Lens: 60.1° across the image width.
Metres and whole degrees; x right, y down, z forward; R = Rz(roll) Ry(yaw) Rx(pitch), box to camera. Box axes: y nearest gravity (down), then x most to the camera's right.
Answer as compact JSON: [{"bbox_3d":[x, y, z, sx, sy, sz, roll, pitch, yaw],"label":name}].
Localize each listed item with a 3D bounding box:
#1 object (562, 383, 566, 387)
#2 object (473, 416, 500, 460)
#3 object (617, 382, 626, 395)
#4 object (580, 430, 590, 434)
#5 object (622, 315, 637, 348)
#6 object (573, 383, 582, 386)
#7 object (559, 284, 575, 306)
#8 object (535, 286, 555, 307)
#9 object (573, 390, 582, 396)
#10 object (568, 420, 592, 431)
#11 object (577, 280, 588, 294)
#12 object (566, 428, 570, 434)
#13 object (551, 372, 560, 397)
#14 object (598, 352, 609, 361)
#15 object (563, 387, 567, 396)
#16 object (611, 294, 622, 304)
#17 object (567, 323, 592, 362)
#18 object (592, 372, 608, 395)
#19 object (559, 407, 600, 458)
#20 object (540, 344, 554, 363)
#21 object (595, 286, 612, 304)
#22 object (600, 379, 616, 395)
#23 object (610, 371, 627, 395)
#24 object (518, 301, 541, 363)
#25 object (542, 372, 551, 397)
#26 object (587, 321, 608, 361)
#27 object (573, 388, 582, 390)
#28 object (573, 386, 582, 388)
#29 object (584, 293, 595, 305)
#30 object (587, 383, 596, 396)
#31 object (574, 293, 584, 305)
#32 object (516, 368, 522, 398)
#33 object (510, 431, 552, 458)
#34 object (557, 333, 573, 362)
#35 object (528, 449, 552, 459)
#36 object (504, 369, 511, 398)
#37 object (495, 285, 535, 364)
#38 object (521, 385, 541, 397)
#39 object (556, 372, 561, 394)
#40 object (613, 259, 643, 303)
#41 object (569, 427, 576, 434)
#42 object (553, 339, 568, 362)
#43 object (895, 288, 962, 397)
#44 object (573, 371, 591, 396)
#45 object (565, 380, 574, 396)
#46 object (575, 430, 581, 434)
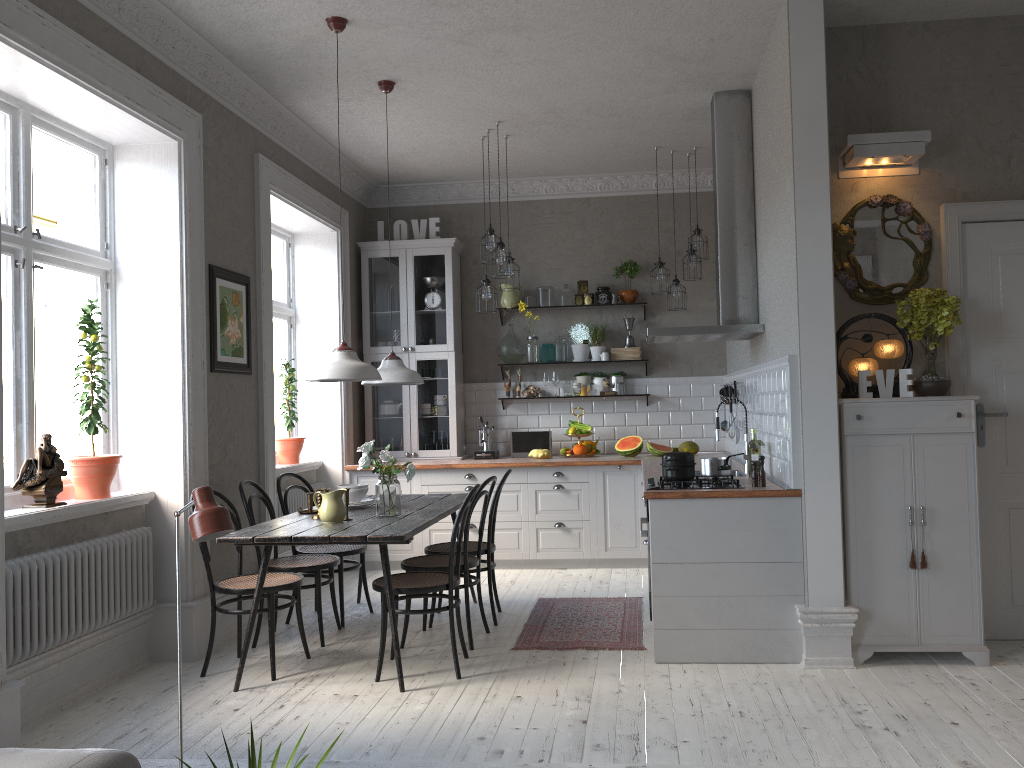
[{"bbox_3d":[0.484,0.034,7.795,0.076,0.083,0.079,-2,-2,25],"label":"object"},{"bbox_3d":[-0.232,0.458,7.584,0.205,0.370,0.355,-2,-1,7],"label":"object"},{"bbox_3d":[0.941,0.039,7.658,0.078,0.108,0.078,-2,-1,0],"label":"object"},{"bbox_3d":[0.617,0.420,7.529,0.076,0.062,0.099,-1,-2,-20],"label":"object"},{"bbox_3d":[1.024,-0.456,7.727,0.131,0.287,0.130,-1,-1,-8],"label":"object"},{"bbox_3d":[0.565,0.018,7.668,0.077,0.051,0.077,-1,-1,-7],"label":"object"},{"bbox_3d":[0.483,-0.778,7.862,0.143,0.220,0.137,-1,-2,-34],"label":"object"},{"bbox_3d":[0.293,-0.757,7.786,0.176,0.184,0.168,0,-2,-44],"label":"object"},{"bbox_3d":[0.566,0.078,7.666,0.077,0.051,0.077,-2,-1,0],"label":"object"},{"bbox_3d":[0.580,0.353,7.529,0.209,0.101,0.067,-2,-1,12],"label":"object"},{"bbox_3d":[0.618,-0.844,7.735,0.083,0.113,0.082,-1,-1,-13],"label":"object"},{"bbox_3d":[0.509,0.415,7.566,0.096,0.078,0.100,-1,-1,-6],"label":"object"},{"bbox_3d":[0.380,0.001,7.697,0.082,0.217,0.081,-1,-1,-7],"label":"object"},{"bbox_3d":[0.804,-0.236,7.656,0.104,0.071,0.064,-3,-2,37],"label":"object"},{"bbox_3d":[0.485,0.067,7.795,0.076,0.083,0.079,-2,-2,25],"label":"object"},{"bbox_3d":[0.901,-0.733,7.664,0.093,0.096,0.075,-2,-1,7],"label":"object"},{"bbox_3d":[0.620,-0.369,7.794,0.241,0.354,0.238,-2,-2,25],"label":"object"},{"bbox_3d":[0.773,-0.004,7.783,0.170,0.214,0.150,-3,-2,37],"label":"object"},{"bbox_3d":[0.571,0.410,7.555,0.354,0.425,0.349,-1,-1,-8],"label":"object"},{"bbox_3d":[0.315,-0.268,7.822,0.125,0.172,0.127,-2,-1,10],"label":"object"},{"bbox_3d":[0.803,-0.767,7.774,0.141,0.174,0.143,-2,-1,7],"label":"object"},{"bbox_3d":[0.835,0.026,7.688,0.120,0.147,0.099,-1,-2,-25],"label":"object"},{"bbox_3d":[0.938,-0.007,7.775,0.158,0.213,0.153,-2,-1,4],"label":"object"},{"bbox_3d":[0.150,-0.452,7.698,0.192,0.540,0.280,-1,-1,-1],"label":"object"},{"bbox_3d":[0.305,0.006,7.800,0.082,0.217,0.081,-1,-1,-7],"label":"object"},{"bbox_3d":[0.744,-0.386,7.729,0.188,0.380,0.166,-1,-2,-32],"label":"object"},{"bbox_3d":[0.566,0.061,7.667,0.077,0.051,0.077,-2,-1,0],"label":"object"},{"bbox_3d":[0.565,0.044,7.667,0.076,0.051,0.078,-2,-2,26],"label":"object"},{"bbox_3d":[0.675,-0.734,7.736,0.082,0.113,0.084,-2,-1,17],"label":"object"},{"bbox_3d":[0.687,0.047,7.710,0.078,0.108,0.078,-2,-1,0],"label":"object"},{"bbox_3d":[0.589,-0.731,7.748,0.082,0.113,0.083,-2,-1,7],"label":"object"},{"bbox_3d":[0.065,-0.008,7.808,0.052,0.264,0.063,-3,-2,43],"label":"object"},{"bbox_3d":[0.167,0.520,7.630,0.350,0.226,0.088,-2,-1,6],"label":"object"},{"bbox_3d":[0.468,-0.316,7.869,0.130,0.264,0.132,-2,-1,12],"label":"object"},{"bbox_3d":[0.237,0.584,7.417,0.196,0.083,0.190,-2,-1,7],"label":"object"},{"bbox_3d":[-0.037,-0.004,7.835,0.054,0.264,0.060,-1,-1,-22],"label":"object"},{"bbox_3d":[-0.019,-0.514,7.761,0.340,0.674,0.332,-1,-2,-25],"label":"object"},{"bbox_3d":[0.165,0.064,7.772,0.179,0.111,0.095,-1,-1,-16],"label":"object"},{"bbox_3d":[0.390,0.003,7.787,0.082,0.217,0.081,-1,-1,-7],"label":"object"},{"bbox_3d":[1.025,-0.886,7.707,0.256,0.397,0.245,-2,-2,31],"label":"object"},{"bbox_3d":[0.513,0.397,7.491,0.058,0.069,0.080,-2,-2,27],"label":"object"},{"bbox_3d":[0.424,-0.290,7.721,0.122,0.206,0.127,-2,-2,29],"label":"object"},{"bbox_3d":[2.121,-0.214,4.471,0.291,0.553,0.347,-3,-2,41],"label":"object"},{"bbox_3d":[0.618,-0.004,7.790,0.158,0.217,0.154,-1,-1,-13],"label":"object"},{"bbox_3d":[0.504,0.037,7.717,0.080,0.139,0.077,-1,-1,-20],"label":"object"},{"bbox_3d":[0.557,0.419,7.501,0.063,0.061,0.067,-2,-1,7],"label":"object"}]
